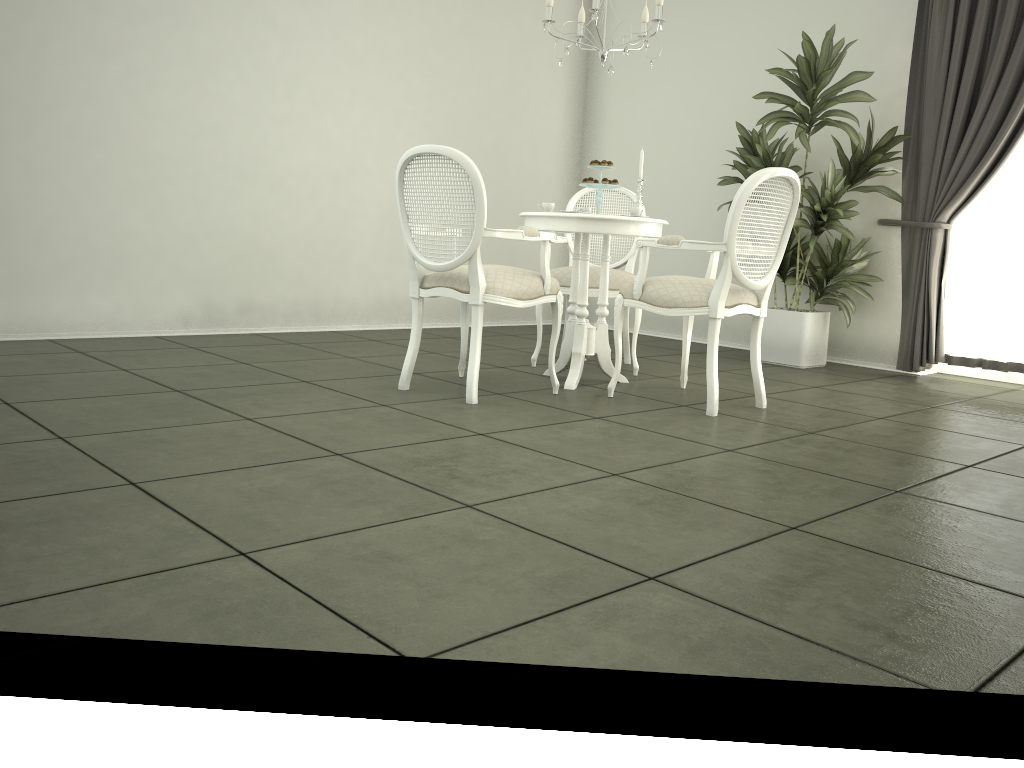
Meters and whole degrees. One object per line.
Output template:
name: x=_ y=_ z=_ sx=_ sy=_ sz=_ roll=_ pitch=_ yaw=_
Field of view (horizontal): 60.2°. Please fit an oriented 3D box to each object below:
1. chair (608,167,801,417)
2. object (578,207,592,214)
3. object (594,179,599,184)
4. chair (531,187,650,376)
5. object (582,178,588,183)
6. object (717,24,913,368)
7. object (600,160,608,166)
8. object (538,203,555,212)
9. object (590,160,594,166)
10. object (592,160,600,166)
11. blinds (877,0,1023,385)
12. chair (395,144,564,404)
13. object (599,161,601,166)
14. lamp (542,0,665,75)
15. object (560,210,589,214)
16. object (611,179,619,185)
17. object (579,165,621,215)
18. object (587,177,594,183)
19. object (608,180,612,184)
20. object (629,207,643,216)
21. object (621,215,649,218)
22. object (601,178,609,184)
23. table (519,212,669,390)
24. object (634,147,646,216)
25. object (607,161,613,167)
chair: x=0.890 y=-0.434 z=3.981 sx=0.595 sy=1.056 sz=0.695 roll=-1 pitch=7 yaw=-43
object: x=0.382 y=-0.895 z=4.597 sx=0.062 sy=0.049 sz=0.078 roll=7 pitch=8 yaw=26
object: x=0.421 y=-1.014 z=4.447 sx=0.039 sy=0.032 sz=0.040 roll=4 pitch=7 yaw=7
chair: x=0.486 y=-0.636 z=5.091 sx=0.596 sy=1.056 sz=0.695 roll=4 pitch=5 yaw=12
object: x=0.368 y=-1.009 z=4.397 sx=0.039 sy=0.032 sz=0.040 roll=4 pitch=7 yaw=7
object: x=1.846 y=-1.171 z=5.685 sx=1.038 sy=2.082 sz=1.172 roll=1 pitch=6 yaw=-26
object: x=0.453 y=-1.082 z=4.331 sx=0.039 sy=0.032 sz=0.040 roll=-2 pitch=9 yaw=-37
object: x=0.169 y=-0.848 z=4.256 sx=0.078 sy=0.049 sz=0.063 roll=-2 pitch=9 yaw=-33
object: x=0.404 y=-1.094 z=4.382 sx=0.039 sy=0.032 sz=0.040 roll=2 pitch=7 yaw=-13
object: x=0.413 y=-1.087 z=4.342 sx=0.039 sy=0.032 sz=0.040 roll=0 pitch=8 yaw=-23
blinds: x=3.645 y=-1.113 z=4.402 sx=0.660 sy=2.584 sz=3.688 roll=0 pitch=8 yaw=-43
chair: x=-0.175 y=-0.489 z=3.924 sx=0.598 sy=1.056 sz=0.692 roll=7 pitch=7 yaw=37
object: x=0.433 y=-1.096 z=4.410 sx=0.040 sy=0.032 sz=0.039 roll=8 pitch=8 yaw=32
lamp: x=0.525 y=-2.759 z=4.242 sx=0.594 sy=2.422 sz=0.596 roll=5 pitch=4 yaw=24
object: x=0.293 y=-0.808 z=4.172 sx=0.119 sy=0.015 sz=0.119 roll=10 pitch=11 yaw=36
object: x=0.508 y=-0.994 z=4.356 sx=0.039 sy=0.032 sz=0.040 roll=0 pitch=8 yaw=-23
object: x=0.435 y=-0.952 z=4.379 sx=0.210 sy=0.247 sz=0.213 roll=2 pitch=6 yaw=-11
object: x=0.384 y=-0.997 z=4.326 sx=0.039 sy=0.032 sz=0.040 roll=5 pitch=7 yaw=12
object: x=0.491 y=-1.007 z=4.427 sx=0.039 sy=0.032 sz=0.040 roll=3 pitch=7 yaw=-3
object: x=0.602 y=-0.827 z=4.254 sx=0.077 sy=0.049 sz=0.063 roll=2 pitch=7 yaw=-11
object: x=0.593 y=-0.803 z=4.254 sx=0.119 sy=0.015 sz=0.119 roll=10 pitch=11 yaw=36
object: x=0.455 y=-0.989 z=4.305 sx=0.039 sy=0.032 sz=0.040 roll=4 pitch=7 yaw=7
table: x=0.379 y=-0.418 z=4.409 sx=0.745 sy=0.824 sz=0.741 roll=9 pitch=8 yaw=43
object: x=0.641 y=-1.003 z=4.418 sx=0.088 sy=0.362 sz=0.088 roll=5 pitch=4 yaw=24
object: x=0.482 y=-1.085 z=4.359 sx=0.039 sy=0.032 sz=0.040 roll=4 pitch=7 yaw=2
